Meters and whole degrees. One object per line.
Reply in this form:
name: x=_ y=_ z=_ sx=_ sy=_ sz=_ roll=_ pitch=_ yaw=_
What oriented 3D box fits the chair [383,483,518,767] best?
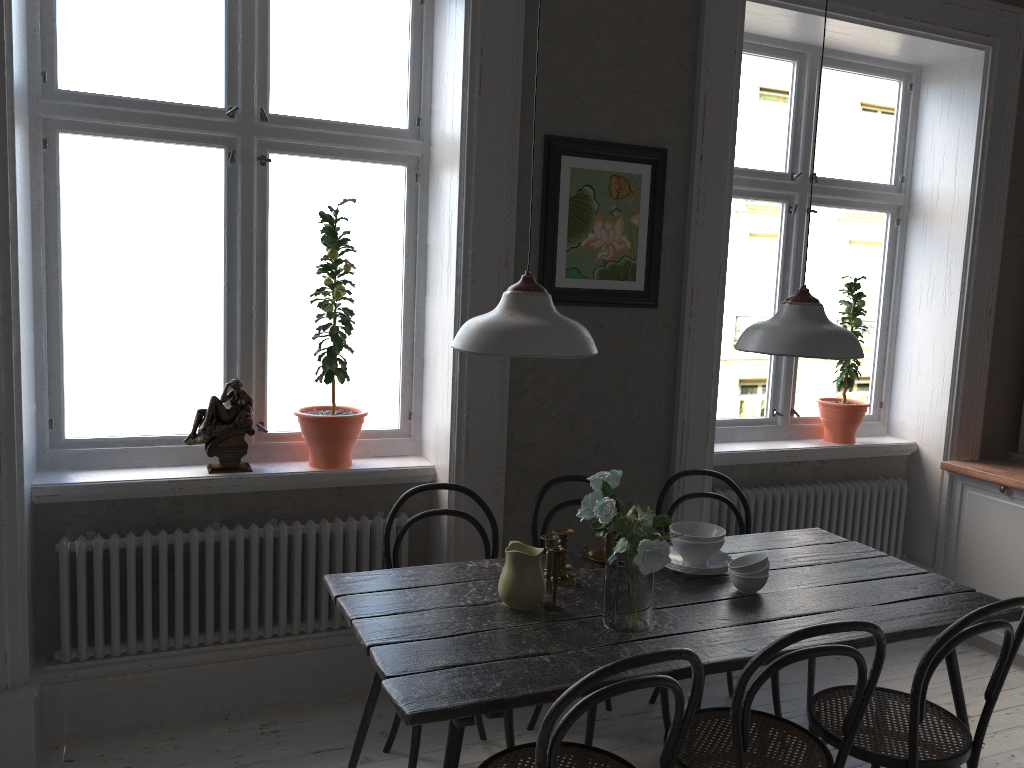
chair: x=-0.196 y=0.834 z=2.890 sx=0.443 sy=0.920 sz=0.543 roll=0 pitch=7 yaw=-16

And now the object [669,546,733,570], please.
object: x=0.594 y=0.569 z=2.864 sx=0.238 sy=0.027 sz=0.237 roll=3 pitch=7 yaw=-1

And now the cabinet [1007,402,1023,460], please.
cabinet: x=2.867 y=-0.507 z=4.018 sx=0.394 sy=1.920 sz=0.866 roll=-1 pitch=8 yaw=-23

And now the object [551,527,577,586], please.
object: x=0.153 y=0.515 z=2.688 sx=0.098 sy=0.172 sz=0.094 roll=-4 pitch=9 yaw=-42

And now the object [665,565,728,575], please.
object: x=0.593 y=0.586 z=2.866 sx=0.238 sy=0.027 sz=0.236 roll=2 pitch=7 yaw=-6

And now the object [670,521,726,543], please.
object: x=0.596 y=0.514 z=2.857 sx=0.183 sy=0.094 sz=0.176 roll=-2 pitch=8 yaw=-32

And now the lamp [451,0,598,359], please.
lamp: x=0.072 y=-1.004 z=2.181 sx=0.376 sy=1.858 sz=0.383 roll=4 pitch=7 yaw=14

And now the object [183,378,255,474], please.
object: x=-1.037 y=0.144 z=3.138 sx=0.240 sy=0.329 sz=0.118 roll=0 pitch=8 yaw=-22

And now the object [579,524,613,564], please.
object: x=0.318 y=0.523 z=2.924 sx=0.142 sy=0.112 sz=0.136 roll=-4 pitch=9 yaw=-41

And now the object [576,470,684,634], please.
object: x=0.308 y=0.442 z=2.347 sx=0.255 sy=0.414 sz=0.306 roll=-1 pitch=8 yaw=-25

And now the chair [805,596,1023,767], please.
chair: x=1.088 y=0.950 z=2.457 sx=0.445 sy=0.920 sz=0.540 roll=-1 pitch=8 yaw=-26

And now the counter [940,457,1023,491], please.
counter: x=1.909 y=0.599 z=2.486 sx=3.445 sy=0.039 sz=3.112 roll=0 pitch=8 yaw=-24

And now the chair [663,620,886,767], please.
chair: x=0.633 y=0.951 z=2.272 sx=0.443 sy=0.920 sz=0.543 roll=0 pitch=7 yaw=-16

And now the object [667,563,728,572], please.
object: x=0.593 y=0.577 z=2.865 sx=0.233 sy=0.027 sz=0.242 roll=8 pitch=9 yaw=34

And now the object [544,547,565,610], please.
object: x=0.122 y=0.542 z=2.478 sx=0.060 sy=0.167 sz=0.059 roll=1 pitch=7 yaw=-10

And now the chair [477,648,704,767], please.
chair: x=0.139 y=0.956 z=2.045 sx=0.445 sy=0.920 sz=0.540 roll=-1 pitch=8 yaw=-26

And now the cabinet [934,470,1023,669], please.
cabinet: x=2.198 y=1.064 z=2.191 sx=1.958 sy=0.854 sz=4.259 roll=6 pitch=8 yaw=23

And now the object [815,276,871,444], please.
object: x=1.633 y=-0.121 z=4.321 sx=0.259 sy=0.813 sz=0.261 roll=3 pitch=7 yaw=4

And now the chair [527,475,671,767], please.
chair: x=0.317 y=0.829 z=3.126 sx=0.445 sy=0.920 sz=0.540 roll=-1 pitch=8 yaw=-26

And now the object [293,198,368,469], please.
object: x=-0.661 y=-0.187 z=3.263 sx=0.267 sy=0.991 sz=0.273 roll=4 pitch=7 yaw=15

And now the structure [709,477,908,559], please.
structure: x=1.411 y=0.684 z=4.216 sx=1.244 sy=0.428 sz=0.146 roll=-1 pitch=8 yaw=-26

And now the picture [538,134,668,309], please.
picture: x=0.350 y=-0.603 z=3.367 sx=0.529 sy=0.619 sz=0.019 roll=-1 pitch=8 yaw=-24

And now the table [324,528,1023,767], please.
table: x=0.475 y=0.985 z=2.693 sx=1.950 sy=0.735 sz=0.890 roll=0 pitch=8 yaw=-24

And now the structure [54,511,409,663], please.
structure: x=-0.937 y=0.704 z=3.158 sx=1.244 sy=0.428 sz=0.146 roll=-1 pitch=8 yaw=-26

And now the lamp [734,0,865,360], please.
lamp: x=0.901 y=-1.011 z=2.554 sx=0.384 sy=1.858 sz=0.375 roll=0 pitch=7 yaw=-16

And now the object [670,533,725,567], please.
object: x=0.595 y=0.534 z=2.860 sx=0.183 sy=0.094 sz=0.176 roll=-2 pitch=8 yaw=-32

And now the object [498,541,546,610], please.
object: x=0.024 y=0.534 z=2.492 sx=0.147 sy=0.170 sz=0.138 roll=6 pitch=8 yaw=27

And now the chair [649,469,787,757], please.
chair: x=0.775 y=0.828 z=3.313 sx=0.441 sy=0.920 sz=0.545 roll=1 pitch=7 yaw=-11

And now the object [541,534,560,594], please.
object: x=0.109 y=0.523 z=2.603 sx=0.062 sy=0.172 sz=0.062 roll=2 pitch=7 yaw=-2

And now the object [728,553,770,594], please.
object: x=0.716 y=0.569 z=2.683 sx=0.128 sy=0.119 sz=0.124 roll=2 pitch=7 yaw=-8
